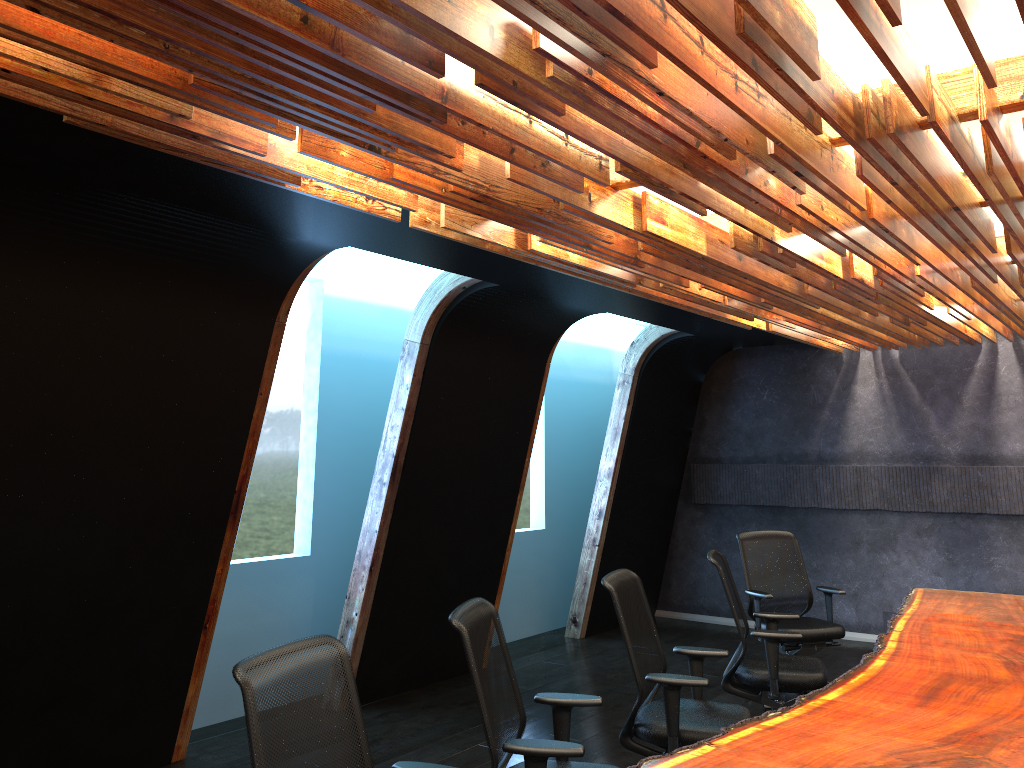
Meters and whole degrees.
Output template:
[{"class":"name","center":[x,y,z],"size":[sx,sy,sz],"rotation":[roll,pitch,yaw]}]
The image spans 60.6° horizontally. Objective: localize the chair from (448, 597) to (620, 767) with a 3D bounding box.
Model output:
[{"class":"chair","center":[0.178,1.521,3.433],"size":[0.795,1.265,0.796],"rotation":[-2,-11,11]}]

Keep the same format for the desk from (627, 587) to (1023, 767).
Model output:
[{"class":"desk","center":[2.044,1.753,3.690],"size":[2.020,0.834,6.587],"rotation":[-4,-7,37]}]

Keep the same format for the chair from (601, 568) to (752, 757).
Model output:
[{"class":"chair","center":[0.897,1.602,4.384],"size":[0.793,1.265,0.798],"rotation":[-4,-11,21]}]

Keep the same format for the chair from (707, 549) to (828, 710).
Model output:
[{"class":"chair","center":[1.656,1.692,5.455],"size":[0.795,1.265,0.797],"rotation":[-3,-11,16]}]

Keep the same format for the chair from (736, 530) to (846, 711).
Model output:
[{"class":"chair","center":[2.202,1.803,6.786],"size":[0.816,1.265,0.777],"rotation":[4,-11,-19]}]

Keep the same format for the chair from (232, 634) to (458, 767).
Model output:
[{"class":"chair","center":[-0.384,1.448,2.565],"size":[0.793,1.265,0.798],"rotation":[-4,-11,21]}]

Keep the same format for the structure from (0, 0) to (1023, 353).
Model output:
[{"class":"structure","center":[1.901,0.477,3.475],"size":[4.490,3.054,11.346],"rotation":[-5,-7,36]}]
